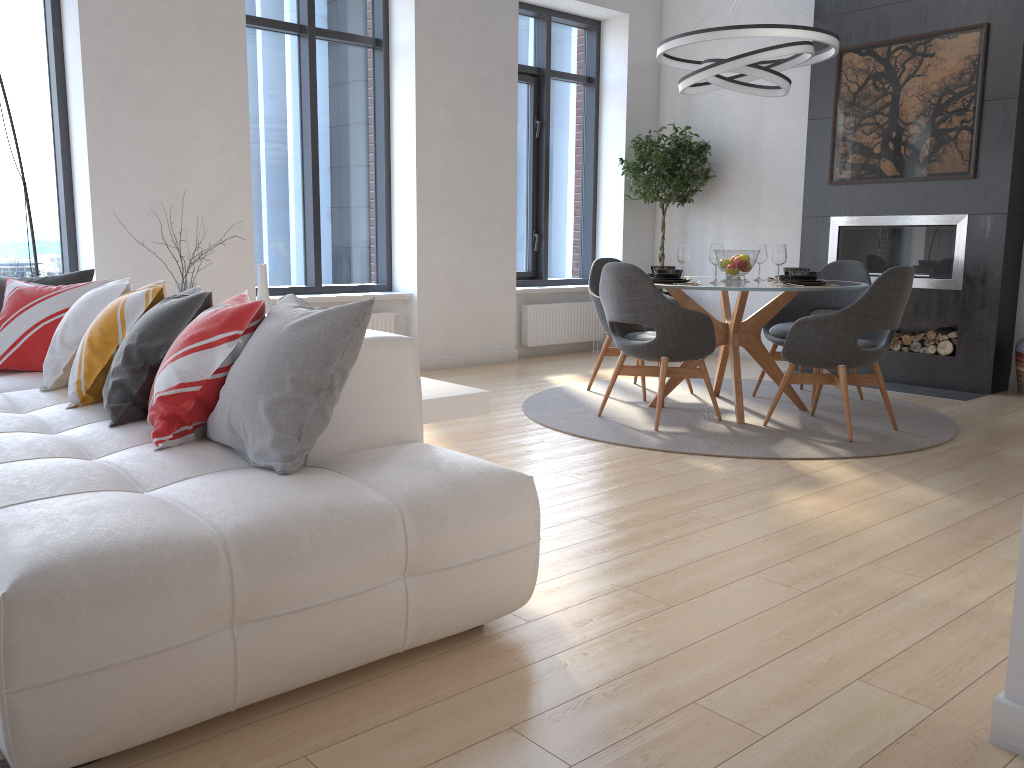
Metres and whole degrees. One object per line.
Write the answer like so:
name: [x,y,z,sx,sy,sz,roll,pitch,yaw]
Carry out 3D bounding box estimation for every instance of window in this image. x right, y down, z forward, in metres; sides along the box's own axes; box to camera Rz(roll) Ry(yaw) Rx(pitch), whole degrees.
window: [-3.223,-1.640,4.982,1.310,2.402,0.170,-7,12,-40]
window: [-1.482,-1.864,6.468,1.310,2.402,0.170,-7,12,-40]
window: [0.258,-2.087,7.953,1.310,2.402,0.170,-7,12,-40]

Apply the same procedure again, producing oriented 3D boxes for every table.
table: [1.307,-0.231,5.319,1.499,0.764,1.499,8,12,38]

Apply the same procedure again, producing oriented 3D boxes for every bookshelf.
bookshelf: [-1.058,0.125,3.876,0.356,0.500,2.600,-7,12,-40]

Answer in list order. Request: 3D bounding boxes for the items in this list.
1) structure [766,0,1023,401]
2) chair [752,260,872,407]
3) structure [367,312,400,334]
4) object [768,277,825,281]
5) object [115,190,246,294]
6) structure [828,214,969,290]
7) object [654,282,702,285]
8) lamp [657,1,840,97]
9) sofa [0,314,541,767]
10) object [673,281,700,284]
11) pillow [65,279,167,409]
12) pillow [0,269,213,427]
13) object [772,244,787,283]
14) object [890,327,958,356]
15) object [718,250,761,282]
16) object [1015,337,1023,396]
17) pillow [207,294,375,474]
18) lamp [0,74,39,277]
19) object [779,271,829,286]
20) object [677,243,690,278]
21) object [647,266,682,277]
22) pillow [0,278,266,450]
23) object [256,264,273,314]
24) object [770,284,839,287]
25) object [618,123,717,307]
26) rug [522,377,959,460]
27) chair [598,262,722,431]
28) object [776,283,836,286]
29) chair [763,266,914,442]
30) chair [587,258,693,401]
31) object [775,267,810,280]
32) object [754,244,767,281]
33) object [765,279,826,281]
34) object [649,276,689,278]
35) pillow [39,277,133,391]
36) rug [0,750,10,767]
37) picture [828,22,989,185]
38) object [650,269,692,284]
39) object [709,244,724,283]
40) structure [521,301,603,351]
structure: [2.740,-3.150,6.029,0.722,6.351,1.500,-7,12,-40]
chair: [1.960,-0.346,5.716,0.619,0.891,0.655,-6,11,-34]
structure: [-1.255,-0.275,6.490,1.015,0.460,0.110,-7,12,-40]
object: [1.750,-0.654,5.509,0.206,0.015,0.309,-5,11,-31]
object: [-1.576,-0.594,4.406,0.607,0.744,0.406,0,9,-1]
structure: [2.851,-1.040,6.480,0.295,0.651,1.010,-7,12,-40]
object: [0.878,-0.563,4.948,0.360,0.002,0.360,1,9,1]
lamp: [1.347,-3.884,4.728,1.000,4.513,1.000,-7,12,-38]
sofa: [-2.012,0.187,2.705,2.614,0.732,3.424,-7,12,-40]
object: [0.884,-0.570,4.939,0.206,0.015,0.309,-6,11,-36]
pillow: [-2.205,-0.167,3.305,2.095,0.440,0.630,1,9,6]
pillow: [-1.668,-0.210,3.498,2.120,0.436,0.608,9,13,44]
object: [1.530,-0.689,5.079,0.083,0.220,0.083,-2,9,-13]
object: [2.878,-0.350,6.622,0.363,0.195,1.005,-8,12,-41]
object: [1.324,-0.700,5.247,0.278,0.184,0.278,-5,11,-32]
object: [3.576,-0.157,5.875,0.219,0.501,0.442,-8,13,-44]
pillow: [-1.636,-0.130,2.972,2.953,0.453,0.647,7,11,36]
lamp: [-2.260,-0.972,3.873,0.710,2.647,3.199,0,9,-5]
object: [1.588,-0.576,4.823,0.258,0.074,0.258,6,10,29]
object: [1.051,-0.751,5.438,0.083,0.220,0.083,2,9,10]
object: [0.964,-0.715,5.662,0.258,0.074,0.258,-3,10,-21]
pillow: [-1.449,-0.144,3.264,0.575,0.449,2.250,-8,12,-43]
object: [-1.076,-0.308,3.742,0.319,0.398,0.316,-2,9,-17]
object: [1.593,-0.537,4.822,0.360,0.002,0.360,4,10,24]
object: [1.349,-1.270,7.866,0.813,2.019,0.801,-6,11,-37]
rug: [1.311,0.153,5.373,2.499,0.010,2.499,4,10,22]
chair: [0.803,-0.234,4.956,0.619,0.891,0.655,-6,11,-34]
object: [1.597,-0.546,4.826,0.309,0.015,0.206,-6,11,-36]
chair: [1.762,-0.187,4.714,0.655,0.891,0.619,-7,12,-39]
chair: [0.828,-0.386,5.909,0.655,0.891,0.619,-7,12,-39]
object: [1.767,-0.684,5.510,0.258,0.074,0.258,-3,10,-21]
object: [1.517,-0.745,5.426,0.083,0.220,0.083,2,9,10]
object: [1.760,-0.645,5.505,0.360,0.002,0.360,4,10,24]
object: [0.968,-0.684,5.656,0.309,0.015,0.206,-6,11,-36]
pillow: [-2.523,-0.186,3.288,2.156,0.456,0.580,-2,9,-15]
rug: [-2.121,0.700,1.763,1.662,0.016,2.326,-7,12,-40]
picture: [2.749,-1.929,6.243,0.026,0.990,1.056,-7,12,-40]
object: [0.869,-0.600,4.935,0.258,0.074,0.258,6,10,29]
object: [1.151,-0.679,4.995,0.083,0.220,0.083,4,10,21]
structure: [0.484,-0.498,7.974,1.015,0.460,0.110,-7,12,-40]
